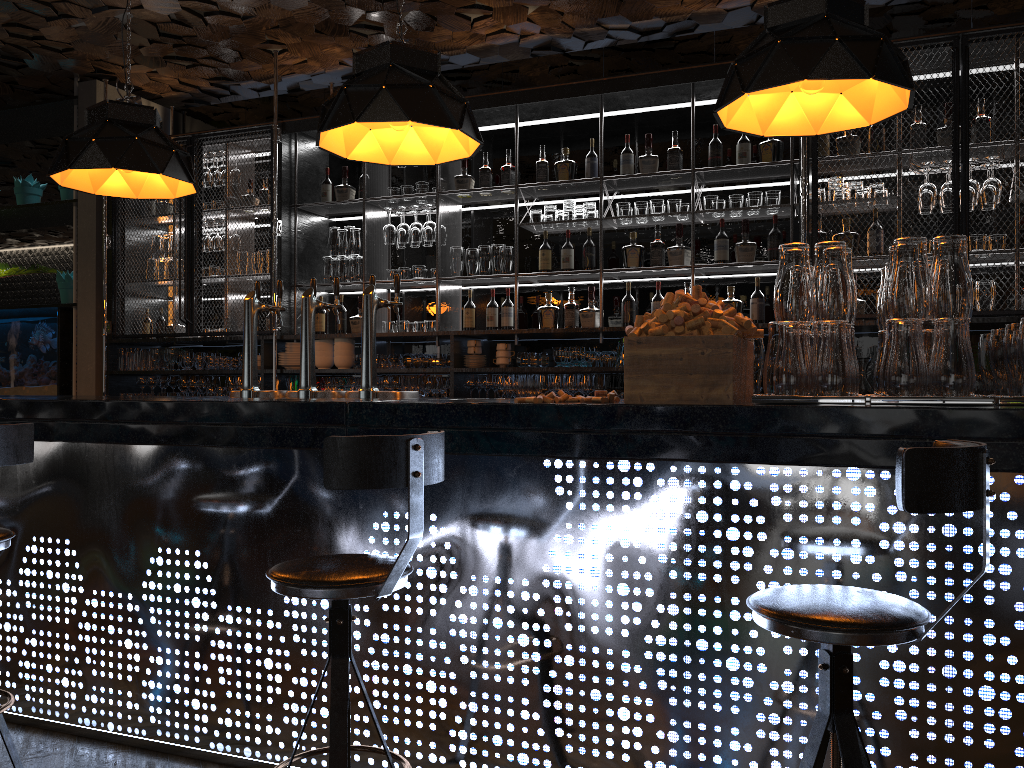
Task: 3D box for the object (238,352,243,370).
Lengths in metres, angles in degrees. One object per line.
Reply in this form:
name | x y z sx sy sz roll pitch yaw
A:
object | -1.969 -0.166 6.504 0.074 0.131 0.074 0 0 35

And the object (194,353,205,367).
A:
object | -2.363 -0.167 6.710 0.081 0.132 0.081 0 0 -6

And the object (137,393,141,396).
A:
object | -2.917 0.121 6.932 0.031 0.098 0.031 0 0 -23

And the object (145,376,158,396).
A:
object | -2.731 0.054 6.722 0.091 0.227 0.091 0 0 45

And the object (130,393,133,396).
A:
object | -2.946 0.121 6.863 0.031 0.098 0.031 0 0 -5

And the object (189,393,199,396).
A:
object | -2.452 0.117 6.831 0.093 0.101 0.093 0 0 37

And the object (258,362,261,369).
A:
object | -1.826 -0.132 6.425 0.211 0.060 0.209 0 0 -19

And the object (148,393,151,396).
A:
object | -2.875 0.122 7.038 0.031 0.098 0.031 0 0 -21

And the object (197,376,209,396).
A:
object | -2.308 0.053 6.629 0.088 0.229 0.077 0 0 21

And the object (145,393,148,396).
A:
object | -2.887 0.121 7.001 0.031 0.098 0.031 0 0 -36

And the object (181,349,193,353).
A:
object | -2.518 -0.185 6.867 0.087 0.170 0.087 0 0 -18

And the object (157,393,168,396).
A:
object | -2.629 0.116 6.678 0.093 0.101 0.093 0 0 -10

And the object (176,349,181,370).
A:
object | -2.597 -0.185 6.911 0.087 0.170 0.087 0 0 -18

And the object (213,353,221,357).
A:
object | -2.234 -0.166 6.704 0.074 0.131 0.074 0 0 35

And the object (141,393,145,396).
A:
object | -2.901 0.121 6.969 0.031 0.098 0.031 0 0 44

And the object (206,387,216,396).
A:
object | -2.224 0.094 6.559 0.074 0.146 0.065 0 0 -2

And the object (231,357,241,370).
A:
object | -2.072 -0.150 6.643 0.078 0.099 0.078 0 0 -11

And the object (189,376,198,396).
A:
object | -2.400 0.053 6.671 0.088 0.229 0.077 0 0 -19

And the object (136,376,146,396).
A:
object | -2.817 0.054 6.759 0.091 0.227 0.091 0 0 -16

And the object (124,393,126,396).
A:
object | -2.985 0.120 6.867 0.033 0.101 0.033 0 0 2

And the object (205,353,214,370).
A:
object | -2.265 -0.166 6.623 0.074 0.131 0.074 0 0 35

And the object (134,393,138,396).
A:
object | -2.928 0.121 6.899 0.031 0.098 0.031 0 0 -17

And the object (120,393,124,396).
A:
object | -3.003 0.120 6.826 0.033 0.101 0.033 0 0 -44

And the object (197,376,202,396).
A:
object | -2.373 0.054 6.748 0.077 0.229 0.088 0 0 37

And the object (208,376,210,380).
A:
object | -2.337 0.054 6.834 0.077 0.229 0.088 0 0 -4

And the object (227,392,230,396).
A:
object | -2.095 0.095 6.628 0.065 0.146 0.074 0 0 45

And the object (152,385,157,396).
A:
object | -2.775 0.054 6.859 0.091 0.227 0.091 0 0 -29

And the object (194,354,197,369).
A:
object | -2.408 -0.167 6.813 0.081 0.132 0.081 0 0 -6

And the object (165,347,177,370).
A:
object | -2.549 -0.187 6.625 0.087 0.170 0.087 0 0 -18

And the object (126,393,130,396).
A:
object | -2.959 0.120 6.828 0.031 0.098 0.031 0 0 -30

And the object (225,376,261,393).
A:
object | -1.906 0.055 6.483 0.376 0.227 0.186 0 0 20

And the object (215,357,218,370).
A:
object | -2.190 -0.152 6.591 0.078 0.103 0.078 0 0 -25

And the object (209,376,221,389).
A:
object | -2.259 0.054 6.742 0.088 0.229 0.077 0 0 23

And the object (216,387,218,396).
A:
object | -2.187 0.095 6.657 0.065 0.146 0.074 0 0 34

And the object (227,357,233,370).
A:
object | -2.107 -0.150 6.557 0.078 0.099 0.078 0 0 -11

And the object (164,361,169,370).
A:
object | -2.752 -0.177 7.051 0.051 0.152 0.058 0 0 -17

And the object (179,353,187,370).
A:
object | -2.462 -0.168 6.676 0.081 0.132 0.081 0 0 -6

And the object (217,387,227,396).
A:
object | -2.133 0.094 6.528 0.074 0.146 0.065 0 0 16

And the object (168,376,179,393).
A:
object | -2.643 0.055 6.925 0.091 0.227 0.091 0 0 -15

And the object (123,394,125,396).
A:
object | -3.016 0.121 6.898 0.028 0.097 0.028 0 0 -19

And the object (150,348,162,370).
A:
object | -2.685 -0.187 6.691 0.087 0.170 0.087 0 0 -18

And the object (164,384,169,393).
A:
object | -2.732 0.055 6.986 0.091 0.227 0.091 0 0 25

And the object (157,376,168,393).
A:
object | -2.690 0.054 6.817 0.091 0.227 0.091 0 0 -15

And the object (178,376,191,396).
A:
object | -2.435 0.053 6.586 0.088 0.229 0.077 0 0 35

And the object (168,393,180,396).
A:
object | -2.527 0.116 6.638 0.093 0.101 0.093 0 0 -16

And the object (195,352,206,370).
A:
object | -2.300 -0.167 6.543 0.074 0.131 0.074 0 0 35

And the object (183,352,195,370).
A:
object | -2.404 -0.168 6.597 0.081 0.132 0.081 0 0 -6

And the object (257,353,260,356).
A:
object | -1.931 -0.165 6.680 0.074 0.131 0.074 0 0 35

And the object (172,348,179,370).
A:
object | -2.572 -0.186 6.732 0.087 0.170 0.087 0 0 -18

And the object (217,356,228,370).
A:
object | -2.110 -0.151 6.461 0.078 0.099 0.078 0 0 -11

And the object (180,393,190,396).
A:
object | -2.494 0.117 6.739 0.093 0.101 0.093 0 0 43

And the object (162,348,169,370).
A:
object | -2.641 -0.186 6.801 0.087 0.170 0.087 0 0 -18

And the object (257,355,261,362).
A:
object | -1.825 -0.173 6.424 0.209 0.060 0.211 0 0 -24
